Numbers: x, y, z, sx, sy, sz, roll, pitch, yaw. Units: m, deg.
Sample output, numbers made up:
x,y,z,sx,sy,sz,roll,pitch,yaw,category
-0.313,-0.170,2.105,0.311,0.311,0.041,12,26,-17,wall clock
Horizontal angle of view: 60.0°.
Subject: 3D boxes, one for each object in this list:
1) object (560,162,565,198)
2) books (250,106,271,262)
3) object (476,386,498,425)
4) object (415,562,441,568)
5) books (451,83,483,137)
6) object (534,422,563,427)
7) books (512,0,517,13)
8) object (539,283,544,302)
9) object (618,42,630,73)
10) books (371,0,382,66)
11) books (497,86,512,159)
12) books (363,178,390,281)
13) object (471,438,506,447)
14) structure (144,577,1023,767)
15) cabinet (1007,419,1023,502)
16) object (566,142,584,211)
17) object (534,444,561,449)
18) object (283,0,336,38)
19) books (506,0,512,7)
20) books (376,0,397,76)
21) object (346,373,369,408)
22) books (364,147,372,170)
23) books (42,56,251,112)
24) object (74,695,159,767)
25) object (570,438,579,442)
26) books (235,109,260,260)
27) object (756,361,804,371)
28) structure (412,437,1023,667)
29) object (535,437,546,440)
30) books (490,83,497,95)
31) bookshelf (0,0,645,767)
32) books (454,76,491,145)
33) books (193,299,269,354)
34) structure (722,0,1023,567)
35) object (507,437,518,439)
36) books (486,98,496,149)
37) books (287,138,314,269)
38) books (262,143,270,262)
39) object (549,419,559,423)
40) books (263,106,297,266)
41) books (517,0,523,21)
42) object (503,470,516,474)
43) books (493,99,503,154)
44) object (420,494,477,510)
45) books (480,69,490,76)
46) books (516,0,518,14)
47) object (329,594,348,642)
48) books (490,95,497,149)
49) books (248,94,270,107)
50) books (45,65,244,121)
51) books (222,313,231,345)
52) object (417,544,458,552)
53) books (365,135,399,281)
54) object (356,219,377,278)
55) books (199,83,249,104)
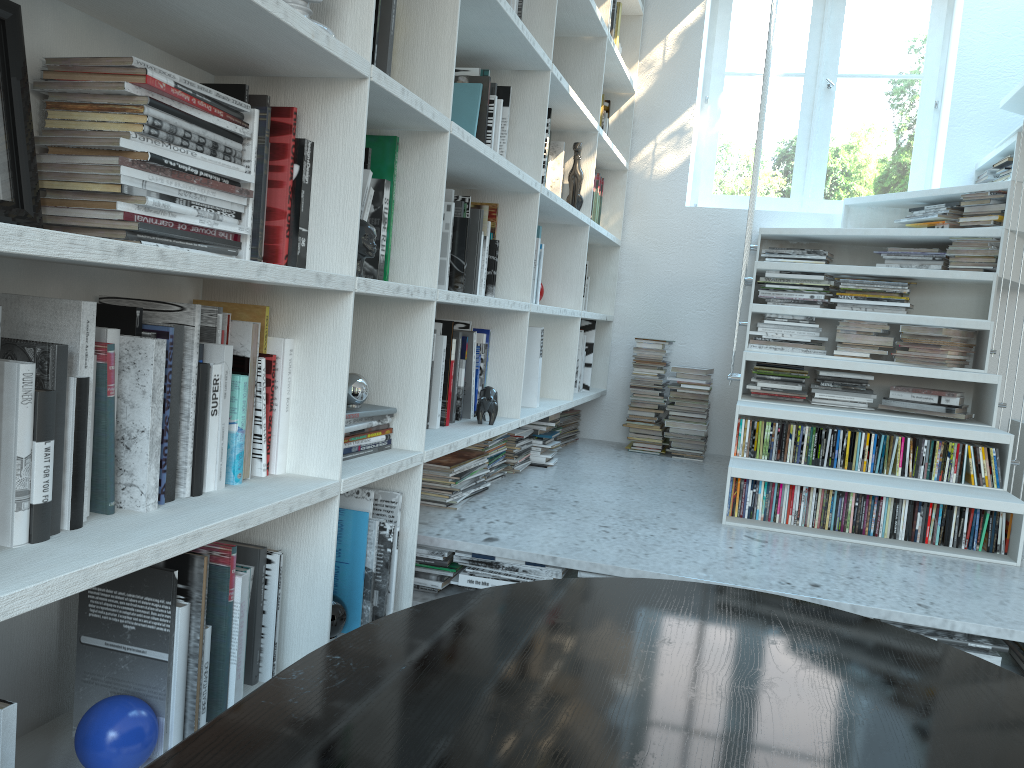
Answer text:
x,y,z,sx,sy,sz,roll,pitch,yaw,category
0.113,-0.784,3.545,0.178,0.212,0.022,6,5,15,object
-0.497,-0.335,1.495,0.184,0.261,0.011,6,5,15,books
-0.072,0.063,2.597,0.064,0.114,0.160,5,5,3,object
-0.273,0.466,2.447,0.221,0.011,0.135,7,5,19,object
-0.173,-0.747,2.550,0.153,0.241,0.056,6,5,15,books
0.048,0.148,3.587,0.295,0.004,0.144,6,4,13,object
-0.074,-1.130,2.698,0.175,0.257,0.016,6,5,15,books
0.067,-0.363,3.468,0.115,0.116,0.115,4,5,-7,object
0.482,-1.500,4.127,0.095,0.137,0.203,8,5,31,object
-0.353,-0.732,1.792,0.182,0.293,0.019,6,5,15,books
-0.102,-0.770,2.710,0.183,0.274,0.012,6,5,15,books
-0.360,-0.339,1.951,0.171,0.223,0.029,6,5,15,books
-0.133,0.194,3.103,0.161,0.006,0.254,6,5,15,object
0.264,0.806,0.510,1.334,0.833,1.917,6,5,15,structure
2.260,0.529,3.003,0.992,0.668,0.551,6,5,15,cabinet
0.248,-0.805,3.504,0.087,0.288,0.075,1,7,-40,object
0.041,0.234,3.598,0.293,0.007,0.132,7,5,18,object
-0.343,-0.677,1.418,0.138,0.244,0.137,3,5,-19,object
-0.089,-1.103,2.689,0.173,0.202,0.013,6,5,15,books
-0.339,-0.709,1.846,0.188,0.242,0.027,6,5,15,books
-0.336,0.012,1.865,0.071,0.072,0.071,3,5,-26,object
-0.383,-0.372,1.934,0.138,0.286,0.013,6,5,15,books
-0.535,-0.444,1.324,0.161,0.012,0.254,7,5,19,books
-0.558,0.497,1.254,0.109,0.110,0.109,4,5,-7,object
0.162,0.263,4.236,0.205,0.007,0.367,7,5,25,object
-0.503,-0.332,1.484,0.161,0.254,0.012,6,5,15,books
1.009,-0.074,3.332,0.174,0.025,0.161,7,5,19,object
1.203,0.808,2.801,3.111,0.660,2.897,6,5,15,structure
0.046,0.201,3.602,0.199,0.015,0.133,6,5,15,object
-0.134,-0.763,2.645,0.165,0.263,0.018,6,5,15,books
-0.455,-0.471,1.381,0.330,3.146,6.292,6,5,15,bookshelf
-0.156,-0.761,2.583,0.174,0.264,0.021,6,5,15,books
-0.518,0.003,1.605,0.149,0.301,0.011,6,5,15,books
1.755,-0.842,2.684,1.953,3.386,2.611,6,5,15,structure
-0.036,0.181,3.462,0.207,0.008,0.327,6,5,15,object
-0.146,-0.734,2.604,0.188,0.210,0.006,6,5,15,books
-0.459,-0.324,1.590,0.199,0.229,0.034,6,5,15,books
-0.497,-0.319,1.561,0.132,0.217,0.021,6,5,15,books
0.049,0.132,3.583,0.259,0.005,0.141,7,5,19,object
-0.473,-0.349,1.569,0.186,0.280,0.011,6,5,15,books
-0.056,-1.142,2.741,0.182,0.278,0.005,6,5,15,books
-0.047,0.310,3.474,0.207,0.008,0.327,6,5,15,object
-0.122,-0.745,2.674,0.178,0.224,0.012,6,5,15,books
-0.223,0.348,2.790,0.193,0.007,0.345,6,4,10,object
-0.152,-0.779,2.626,0.154,0.296,0.013,6,5,15,books
-0.071,-1.104,2.713,0.173,0.204,0.013,6,5,15,books
-0.385,0.478,1.823,0.093,0.095,0.093,3,5,-26,object
-0.144,-0.739,2.613,0.187,0.219,0.013,6,5,15,books
-0.496,-0.352,1.530,0.152,0.288,0.011,6,5,15,books
-0.538,-0.432,1.326,0.161,0.012,0.254,6,4,12,books
-0.551,0.015,1.522,0.132,0.284,0.010,6,5,15,books
-0.267,0.414,2.447,0.290,0.025,0.131,6,5,17,object
-0.353,-0.393,1.990,0.182,0.325,0.014,6,5,15,books
-0.292,-0.257,1.686,0.079,0.113,0.054,6,5,14,object
-0.517,-0.358,1.511,0.130,0.299,0.011,6,5,15,books
